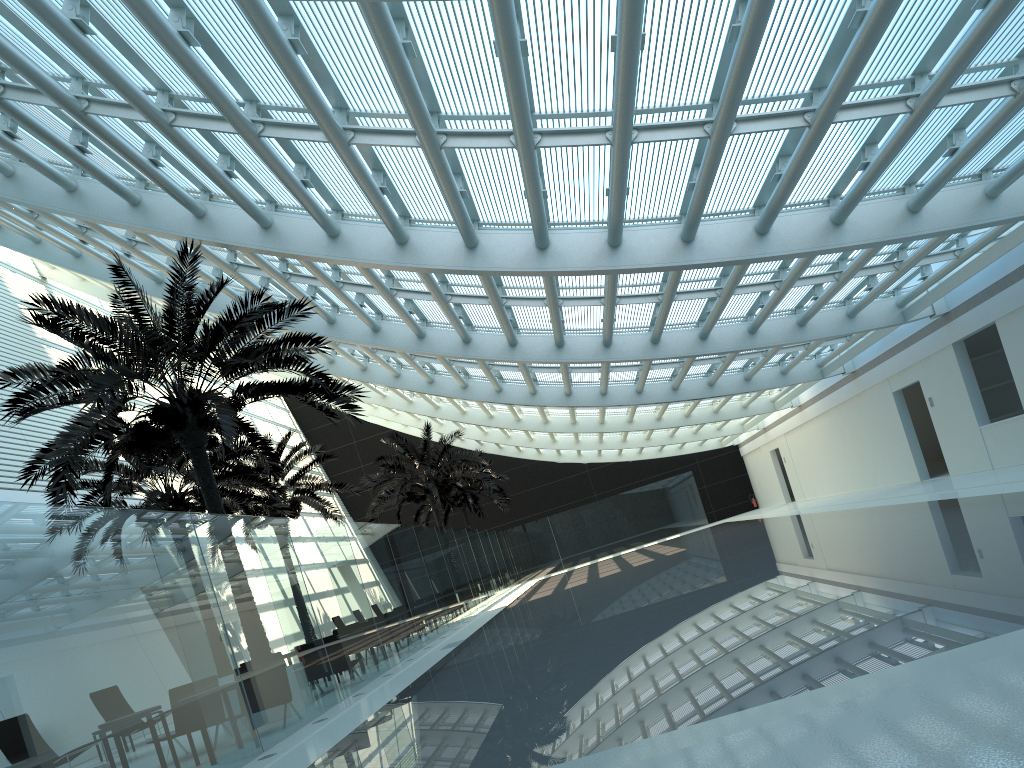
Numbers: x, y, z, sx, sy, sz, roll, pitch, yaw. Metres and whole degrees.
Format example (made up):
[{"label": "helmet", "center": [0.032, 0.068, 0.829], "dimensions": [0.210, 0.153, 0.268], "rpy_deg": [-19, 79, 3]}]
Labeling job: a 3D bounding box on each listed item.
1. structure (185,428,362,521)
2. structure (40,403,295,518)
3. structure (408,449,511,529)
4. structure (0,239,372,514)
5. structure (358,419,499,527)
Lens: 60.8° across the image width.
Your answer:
[{"label": "structure", "center": [-6.565, 4.700, 24.648], "dimensions": [4.428, 6.787, 4.551], "rpy_deg": [-21, -5, 37]}, {"label": "structure", "center": [-6.924, 3.615, 18.609], "dimensions": [4.577, 6.728, 4.404], "rpy_deg": [-16, -4, -18]}, {"label": "structure", "center": [-1.910, 6.284, 39.953], "dimensions": [4.394, 6.909, 4.952], "rpy_deg": [-16, -5, -18]}, {"label": "structure", "center": [-4.489, 1.523, 12.583], "dimensions": [4.931, 6.911, 4.410], "rpy_deg": [-19, -4, 22]}, {"label": "structure", "center": [-2.699, 4.869, 31.786], "dimensions": [4.815, 6.911, 4.517], "rpy_deg": [-17, -4, -3]}]
